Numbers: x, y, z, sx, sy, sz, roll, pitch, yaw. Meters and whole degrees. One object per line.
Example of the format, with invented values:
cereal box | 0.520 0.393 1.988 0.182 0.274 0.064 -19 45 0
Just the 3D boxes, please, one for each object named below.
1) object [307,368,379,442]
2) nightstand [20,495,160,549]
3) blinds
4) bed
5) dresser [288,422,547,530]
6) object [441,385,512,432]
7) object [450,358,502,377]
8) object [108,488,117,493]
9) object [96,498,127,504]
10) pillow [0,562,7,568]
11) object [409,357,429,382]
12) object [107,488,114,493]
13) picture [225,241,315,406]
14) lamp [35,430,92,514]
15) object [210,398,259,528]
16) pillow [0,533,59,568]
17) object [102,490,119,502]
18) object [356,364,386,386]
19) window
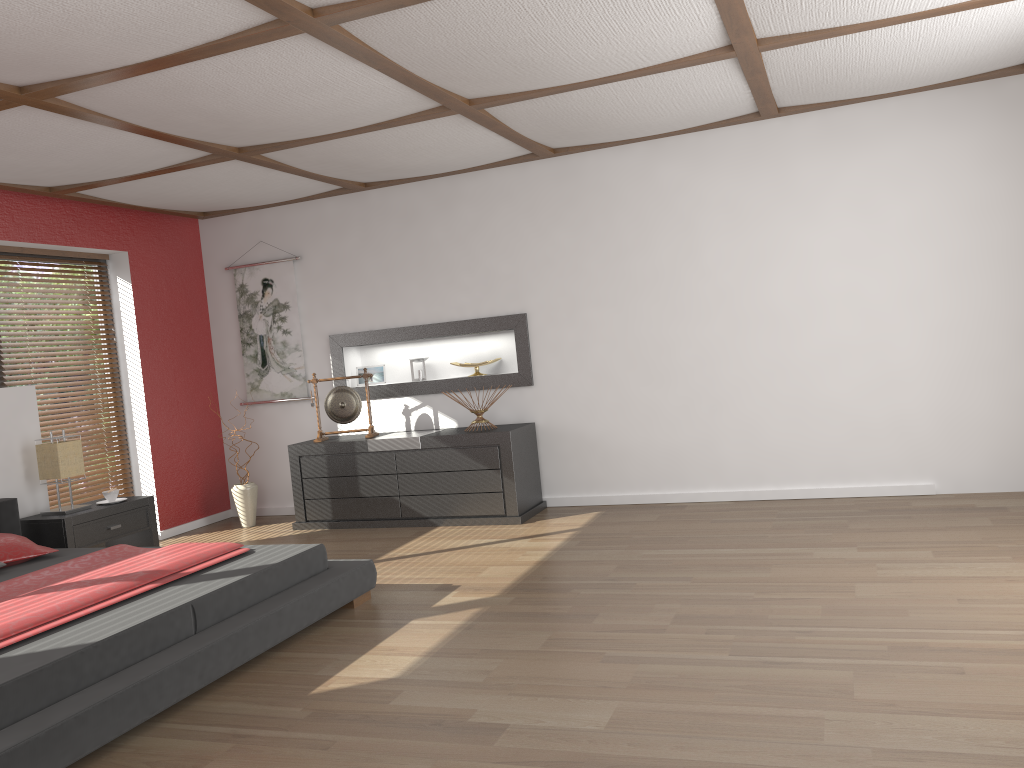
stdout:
object | -1.217 0.147 6.390 0.490 0.498 0.173 -5 2 6
nightstand | -2.582 0.966 5.446 0.413 0.423 0.700 -5 2 21
blinds | -3.683 0.264 4.196 0.032 1.952 4.840 -5 2 21
bed | -2.223 0.928 3.565 2.413 0.577 2.469 -5 2 21
dresser | -0.689 0.652 6.258 1.740 0.608 0.540 -5 2 21
object | -0.225 0.170 6.036 0.481 0.282 0.481 -6 2 -13
object | -0.258 -0.116 6.505 0.350 0.116 0.181 -5 2 11
object | -2.496 0.664 5.536 0.007 0.007 0.192 -6 2 -10
object | -2.503 0.736 5.548 0.179 0.012 0.179 -8 3 -44
pillow | -2.709 0.820 3.946 0.386 0.241 0.744 -5 2 16
object | -0.692 -0.109 6.684 0.159 0.171 0.159 -7 2 -20
object | -2.514 0.665 5.551 0.007 0.007 0.192 -6 2 -15
picture | -1.901 -0.483 6.933 0.701 1.270 0.028 -5 2 21
lamp | -2.706 0.519 5.330 0.200 0.480 0.200 -5 2 21
object | -2.053 0.560 6.593 0.364 1.035 0.422 -6 2 -4
pillow | -2.696 0.854 4.370 0.418 0.172 0.745 -4 3 40
object | -2.506 0.703 5.547 0.099 0.069 0.099 -8 3 -44
object | -1.080 -0.067 6.796 0.226 0.146 0.041 -6 2 0
window | -3.072 0.093 6.044 0.020 1.893 0.889 -5 2 21
